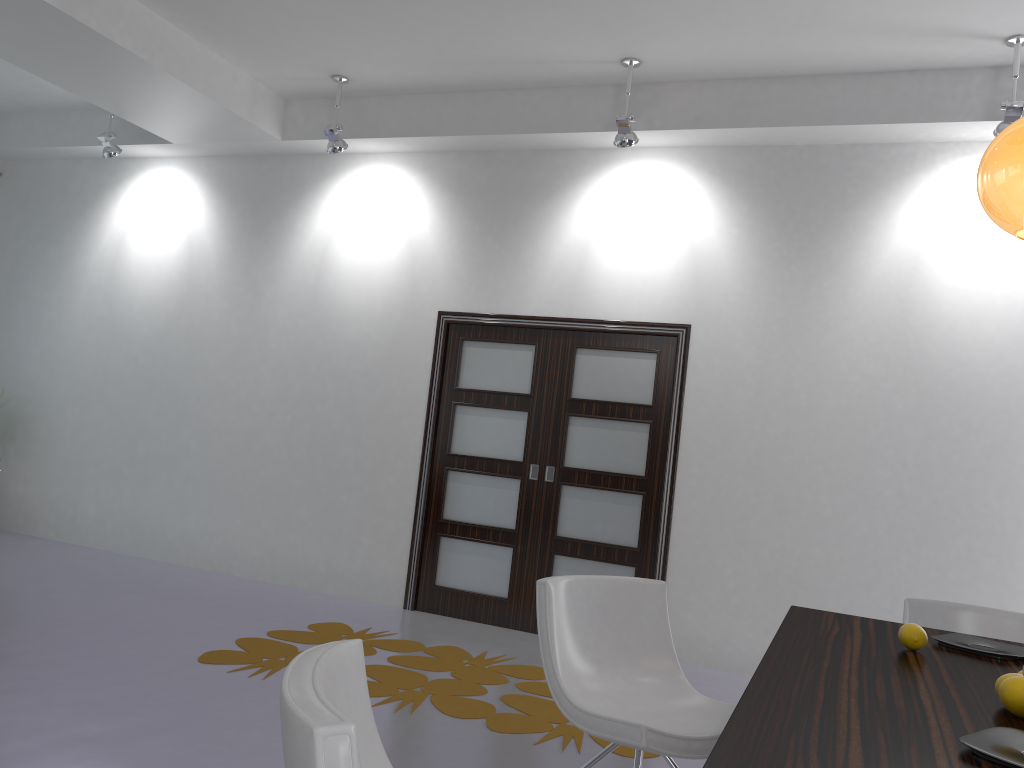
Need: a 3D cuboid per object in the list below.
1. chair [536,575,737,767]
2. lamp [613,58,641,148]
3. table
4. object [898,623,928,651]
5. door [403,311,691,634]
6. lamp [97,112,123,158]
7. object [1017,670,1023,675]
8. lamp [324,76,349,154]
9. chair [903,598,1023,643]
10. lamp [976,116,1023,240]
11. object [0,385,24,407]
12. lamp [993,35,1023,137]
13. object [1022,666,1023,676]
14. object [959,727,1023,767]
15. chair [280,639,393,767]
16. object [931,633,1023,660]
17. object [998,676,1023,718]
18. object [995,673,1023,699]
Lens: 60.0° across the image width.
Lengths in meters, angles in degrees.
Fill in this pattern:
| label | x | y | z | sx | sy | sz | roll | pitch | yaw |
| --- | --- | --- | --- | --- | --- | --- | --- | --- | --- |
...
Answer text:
| label | x | y | z | sx | sy | sz | roll | pitch | yaw |
| --- | --- | --- | --- | --- | --- | --- | --- | --- | --- |
| chair | 0.371 | 1.026 | 2.653 | 0.508 | 0.805 | 0.620 | 9 | -5 | -33 |
| lamp | 0.683 | -1.635 | 5.219 | 0.150 | 0.511 | 0.185 | 5 | -4 | 22 |
| table | 1.012 | 1.045 | 1.694 | 1.127 | 0.783 | 2.046 | 5 | -4 | 22 |
| object | 1.049 | 0.661 | 2.320 | 0.070 | 0.068 | 0.083 | 5 | -4 | 26 |
| door | 0.224 | 0.591 | 5.883 | 1.764 | 2.061 | 0.220 | 5 | -4 | 22 |
| lamp | -3.019 | -1.950 | 6.701 | 0.150 | 0.511 | 0.185 | 5 | -4 | 22 |
| object | 1.096 | 0.636 | 1.865 | 0.070 | 0.068 | 0.083 | 5 | -4 | 26 |
| lamp | -1.168 | -1.792 | 5.960 | 0.150 | 0.511 | 0.185 | 5 | -4 | 22 |
| chair | 1.562 | 1.179 | 2.960 | 0.508 | 0.805 | 0.620 | 5 | -4 | 22 |
| lamp | 1.415 | -1.181 | 2.219 | 0.359 | 1.645 | 0.358 | 4 | -4 | 33 |
| object | -4.509 | 0.517 | 7.209 | 0.713 | 1.334 | 0.656 | 6 | -4 | 6 |
| lamp | 2.533 | -1.477 | 4.477 | 0.150 | 0.511 | 0.185 | 5 | -4 | 22 |
| object | 1.055 | 0.579 | 1.762 | 0.070 | 0.068 | 0.083 | 5 | -4 | 26 |
| object | 0.871 | 0.609 | 1.441 | 0.232 | 0.020 | 0.232 | 10 | -5 | -40 |
| chair | -0.109 | 0.892 | 1.453 | 0.620 | 0.805 | 0.508 | 7 | -4 | -8 |
| object | 1.296 | 0.724 | 2.439 | 0.232 | 0.020 | 0.232 | 10 | -5 | -40 |
| object | 0.998 | 0.610 | 1.723 | 0.094 | 0.080 | 0.076 | 5 | -4 | 23 |
| object | 1.028 | 0.625 | 1.808 | 0.083 | 0.068 | 0.070 | 7 | -4 | -9 |
